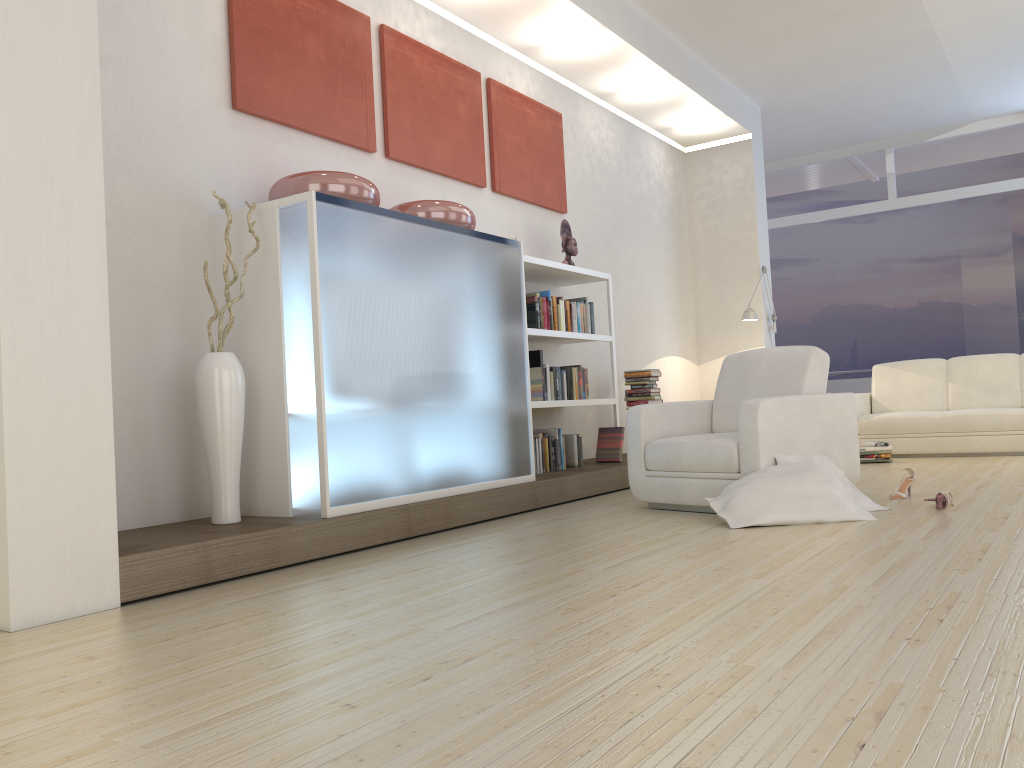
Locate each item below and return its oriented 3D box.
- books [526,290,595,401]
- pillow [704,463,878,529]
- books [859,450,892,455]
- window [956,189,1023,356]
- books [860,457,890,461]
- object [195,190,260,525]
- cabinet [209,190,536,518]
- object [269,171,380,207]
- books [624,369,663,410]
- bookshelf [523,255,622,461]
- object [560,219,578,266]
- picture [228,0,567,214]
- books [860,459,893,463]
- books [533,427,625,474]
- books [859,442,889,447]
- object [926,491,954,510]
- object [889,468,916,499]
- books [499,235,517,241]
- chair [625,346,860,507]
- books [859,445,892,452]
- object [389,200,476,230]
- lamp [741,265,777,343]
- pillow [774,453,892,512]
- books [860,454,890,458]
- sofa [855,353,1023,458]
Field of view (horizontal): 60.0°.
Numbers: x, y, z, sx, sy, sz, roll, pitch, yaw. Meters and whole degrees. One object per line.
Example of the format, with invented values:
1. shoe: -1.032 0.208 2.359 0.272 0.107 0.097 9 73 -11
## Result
1. books: 0.314 -0.254 6.168 0.215 0.743 0.831 -4 -2 33
2. pillow: 1.276 0.519 4.099 0.712 0.287 0.299 -3 -2 -4
3. books: 2.931 0.564 7.313 0.328 0.027 0.247 -3 -2 8
4. window: 6.443 -0.867 9.366 2.988 2.706 0.012 -4 -2 33
5. books: 2.927 0.613 7.312 0.287 0.018 0.247 -3 -2 7
6. object: -1.207 -0.121 3.798 0.250 1.422 0.277 -4 -2 37
7. cabinet: -0.645 -0.111 4.645 0.689 1.396 1.670 -4 -2 33
8. object: -0.913 -0.908 4.332 0.534 0.206 0.546 -4 -2 20
9. books: 1.102 0.231 7.275 0.329 0.694 0.270 -4 -2 33
10. bookshelf: 0.148 -0.108 6.059 0.465 1.396 1.599 -4 -2 33
11. object: 0.411 -1.012 6.534 0.133 0.409 0.138 -3 -2 -10
12. picture: -0.479 -1.736 5.656 0.030 0.794 3.227 -4 -2 33
13. books: 2.934 0.630 7.311 0.328 0.018 0.247 -3 -2 8
14. books: 0.381 0.443 6.160 0.274 0.281 1.125 -5 -2 40
15. books: 2.921 0.500 7.316 0.287 0.025 0.247 -3 -2 7
16. object: 2.055 0.559 4.279 0.121 0.091 0.287 -4 -2 32
17. object: 2.106 0.536 4.787 0.265 0.149 0.089 -1 -3 -44
18. books: -0.130 -0.912 5.727 0.319 0.038 0.247 -3 -2 4
19. chair: 1.267 0.210 4.870 0.941 0.828 0.919 -2 -2 -37
20. books: 2.929 0.531 7.314 0.319 0.038 0.247 -3 -2 4
21. object: -0.470 -0.910 5.003 0.534 0.206 0.546 -2 -2 -20
22. lamp: 2.399 -0.248 8.615 0.204 1.841 0.891 -4 -2 29
23. pillow: 1.494 0.480 4.292 0.615 0.315 0.312 -2 -2 -30
24. books: 2.950 0.590 7.307 0.287 0.025 0.247 -4 -2 18
25. sofa: 4.070 0.168 7.669 2.166 0.862 0.941 -4 -2 33
